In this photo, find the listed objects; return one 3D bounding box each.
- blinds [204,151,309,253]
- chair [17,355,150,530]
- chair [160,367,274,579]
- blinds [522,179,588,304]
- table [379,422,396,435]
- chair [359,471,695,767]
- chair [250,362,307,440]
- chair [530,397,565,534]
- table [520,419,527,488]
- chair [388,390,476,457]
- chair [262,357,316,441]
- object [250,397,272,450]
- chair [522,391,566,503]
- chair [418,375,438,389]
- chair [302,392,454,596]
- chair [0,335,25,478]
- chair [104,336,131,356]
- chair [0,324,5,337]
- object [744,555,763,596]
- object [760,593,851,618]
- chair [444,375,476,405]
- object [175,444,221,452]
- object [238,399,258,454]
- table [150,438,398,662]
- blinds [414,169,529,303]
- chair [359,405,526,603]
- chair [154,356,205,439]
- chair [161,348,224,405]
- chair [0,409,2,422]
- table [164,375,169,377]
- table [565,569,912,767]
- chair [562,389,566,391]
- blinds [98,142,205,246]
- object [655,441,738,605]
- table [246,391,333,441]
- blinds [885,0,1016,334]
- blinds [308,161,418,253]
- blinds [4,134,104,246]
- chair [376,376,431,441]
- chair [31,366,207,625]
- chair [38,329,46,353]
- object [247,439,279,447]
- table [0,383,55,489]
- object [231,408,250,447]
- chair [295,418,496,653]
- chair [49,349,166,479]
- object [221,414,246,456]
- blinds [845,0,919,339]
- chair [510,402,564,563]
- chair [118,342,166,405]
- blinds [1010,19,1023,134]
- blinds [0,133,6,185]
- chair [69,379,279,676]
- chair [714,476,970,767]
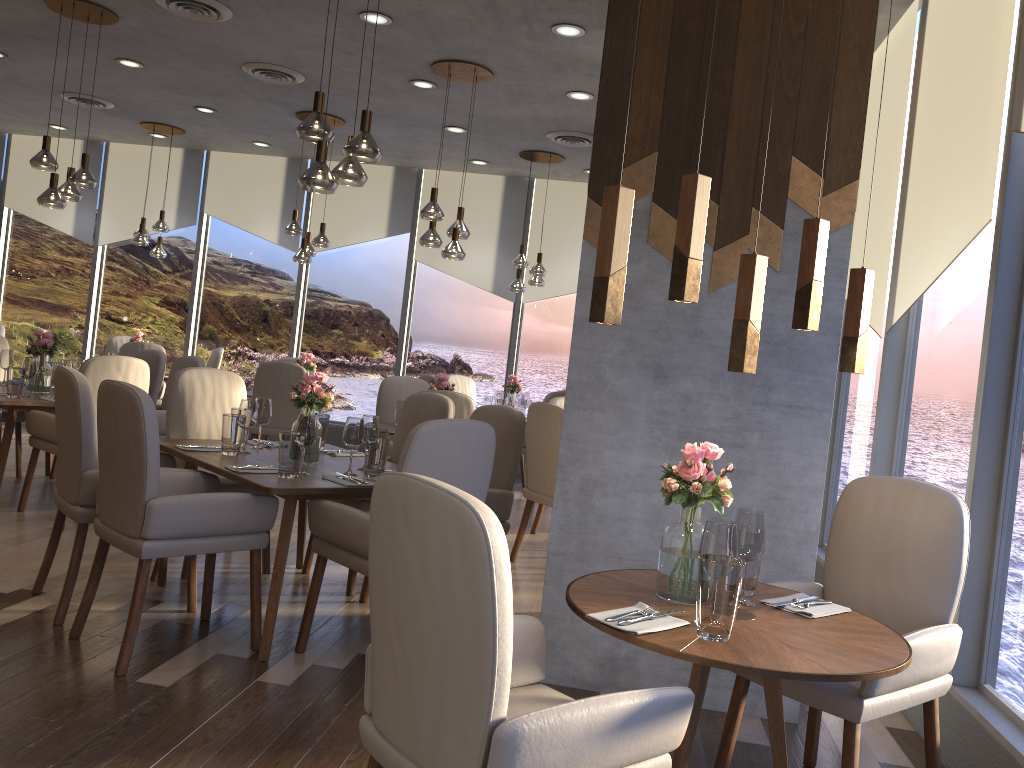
[{"bbox_3d":[-2.836,-2.862,10.058,1.174,2.681,0.007,6,0,8],"label":"blinds"},{"bbox_3d":[-2.521,0.304,5.265,0.601,1.000,0.527,7,0,38],"label":"chair"},{"bbox_3d":[-1.541,0.433,4.633,0.527,1.000,0.601,6,0,-39],"label":"chair"},{"bbox_3d":[0.833,-2.135,9.558,1.174,2.681,0.007,6,0,8],"label":"blinds"},{"bbox_3d":[-0.697,0.651,6.188,0.833,0.662,0.835,6,1,-18],"label":"table"},{"bbox_3d":[-0.009,0.688,1.829,0.598,1.000,0.529,6,0,-39],"label":"chair"},{"bbox_3d":[-1.950,0.305,7.421,0.528,1.000,0.600,6,0,-11],"label":"chair"},{"bbox_3d":[0.513,0.616,6.266,0.527,1.000,0.601,6,0,-33],"label":"chair"},{"bbox_3d":[-0.052,0.655,8.511,0.833,0.662,0.834,6,1,-6],"label":"table"},{"bbox_3d":[-0.526,0.518,5.611,0.528,1.000,0.600,6,0,-15],"label":"chair"},{"bbox_3d":[-2.153,0.249,8.564,0.528,1.000,0.600,6,0,-12],"label":"chair"},{"bbox_3d":[-1.209,0.190,4.266,0.092,0.244,0.092,6,0,10],"label":"object"},{"bbox_3d":[0.254,0.534,8.058,0.527,1.000,0.601,6,0,-38],"label":"chair"},{"bbox_3d":[-0.594,0.434,8.214,0.599,1.000,0.529,6,0,-36],"label":"chair"},{"bbox_3d":[-0.677,0.529,4.670,0.598,1.000,0.529,6,0,-44],"label":"chair"},{"bbox_3d":[-3.790,0.129,6.341,0.601,1.000,0.527,7,0,44],"label":"chair"},{"bbox_3d":[-4.200,-0.013,9.622,0.527,1.000,0.601,6,0,-30],"label":"chair"},{"bbox_3d":[-5.836,-0.193,9.487,0.600,1.000,0.527,7,0,21],"label":"chair"},{"bbox_3d":[0.641,0.488,2.450,0.102,0.178,0.102,6,0,-34],"label":"object"},{"bbox_3d":[0.772,0.586,2.360,0.254,0.019,0.158,5,2,-40],"label":"object"},{"bbox_3d":[-0.446,0.428,8.982,0.527,1.000,0.601,6,0,-39],"label":"chair"},{"bbox_3d":[-1.396,0.289,4.053,0.254,0.019,0.158,5,2,-39],"label":"object"},{"bbox_3d":[-1.218,0.195,4.067,0.092,0.244,0.092,6,0,3],"label":"object"},{"bbox_3d":[-0.992,0.680,4.017,0.963,0.666,1.309,5,2,-42],"label":"table"},{"bbox_3d":[-0.396,-2.279,9.724,1.174,2.681,0.007,6,0,8],"label":"blinds"},{"bbox_3d":[-0.307,0.583,4.243,0.598,1.000,0.529,6,0,-39],"label":"chair"},{"bbox_3d":[-2.510,0.280,6.118,0.529,1.000,0.598,7,0,44],"label":"chair"},{"bbox_3d":[-3.418,0.082,9.375,0.599,1.000,0.529,6,0,-26],"label":"chair"},{"bbox_3d":[-3.374,0.212,5.130,0.529,1.000,0.599,7,0,36],"label":"chair"},{"bbox_3d":[-3.933,0.199,9.148,0.834,0.662,0.834,7,1,7],"label":"table"},{"bbox_3d":[0.514,0.904,2.225,0.834,0.662,0.834,6,1,-1],"label":"table"},{"bbox_3d":[0.365,0.523,8.860,0.599,1.000,0.529,6,0,-35],"label":"chair"},{"bbox_3d":[-4.081,-2.861,10.223,1.174,2.681,0.007,6,0,8],"label":"blinds"},{"bbox_3d":[0.471,0.355,2.303,0.210,0.416,0.198,6,0,-15],"label":"object"},{"bbox_3d":[-2.071,0.443,7.986,0.832,0.662,0.835,6,1,-33],"label":"table"},{"bbox_3d":[1.900,-1.566,3.754,0.007,2.681,1.173,6,0,7],"label":"blinds"},{"bbox_3d":[-1.592,-2.717,9.890,1.174,2.681,0.007,6,0,8],"label":"blinds"},{"bbox_3d":[-5.309,-3.004,10.388,1.174,2.681,0.007,6,0,8],"label":"blinds"},{"bbox_3d":[-0.815,0.453,6.735,0.528,1.000,0.600,6,0,-16],"label":"chair"},{"bbox_3d":[-1.667,0.443,3.795,0.598,1.000,0.529,6,0,-39],"label":"chair"},{"bbox_3d":[-4.465,-0.021,8.887,0.599,1.000,0.529,6,0,-27],"label":"chair"},{"bbox_3d":[-1.231,0.296,4.432,0.157,0.019,0.255,5,2,-38],"label":"object"},{"bbox_3d":[-3.166,0.382,5.806,1.309,0.666,0.963,8,2,41],"label":"table"},{"bbox_3d":[-1.317,0.210,4.296,0.102,0.178,0.102,6,0,-12],"label":"object"},{"bbox_3d":[-0.431,0.594,3.412,0.527,1.000,0.601,6,0,-44],"label":"chair"},{"bbox_3d":[-2.930,0.222,6.494,0.529,1.000,0.599,7,0,38],"label":"chair"},{"bbox_3d":[-1.249,0.228,3.961,0.102,0.178,0.102,6,0,-3],"label":"object"},{"bbox_3d":[2.062,-1.566,4.990,0.007,2.681,1.173,6,0,7],"label":"blinds"},{"bbox_3d":[0.374,0.627,5.376,0.599,1.000,0.529,6,0,-36],"label":"chair"},{"bbox_3d":[-3.652,0.079,8.600,0.527,1.000,0.601,6,0,-29],"label":"chair"},{"bbox_3d":[1.767,-1.840,2.503,0.007,2.681,1.173,6,0,7],"label":"blinds"},{"bbox_3d":[-6.589,-2.714,10.553,1.174,2.681,0.007,6,0,8],"label":"blinds"},{"bbox_3d":[-1.279,0.499,3.380,0.529,1.000,0.598,7,0,44],"label":"chair"},{"bbox_3d":[0.993,0.777,2.628,0.598,1.000,0.529,6,0,-40],"label":"chair"}]
